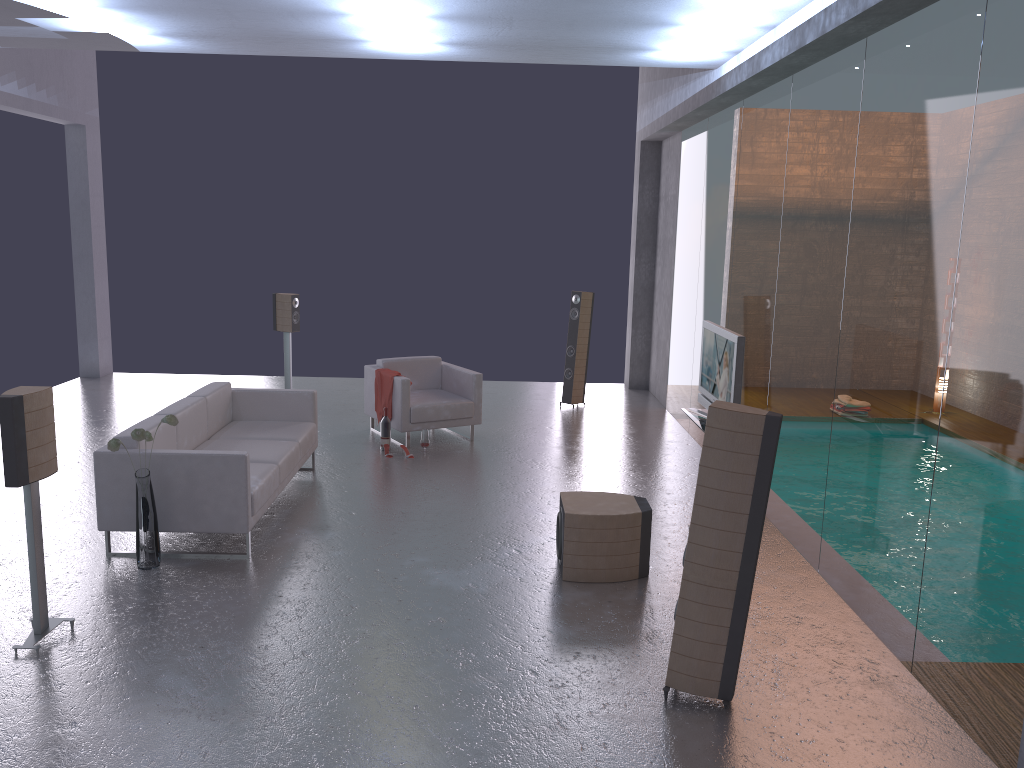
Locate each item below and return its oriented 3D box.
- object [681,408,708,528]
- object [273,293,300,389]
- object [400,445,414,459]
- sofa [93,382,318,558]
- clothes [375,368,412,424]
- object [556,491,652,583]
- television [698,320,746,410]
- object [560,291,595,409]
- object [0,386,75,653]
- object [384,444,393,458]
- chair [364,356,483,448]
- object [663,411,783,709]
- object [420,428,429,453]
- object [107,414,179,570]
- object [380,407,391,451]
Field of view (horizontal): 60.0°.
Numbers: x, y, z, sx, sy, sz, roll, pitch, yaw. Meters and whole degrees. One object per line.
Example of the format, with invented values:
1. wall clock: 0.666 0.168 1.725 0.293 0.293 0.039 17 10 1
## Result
1. object: 1.481 0.681 6.537 0.360 0.958 0.818 1 10 -1
2. object: -2.810 -0.444 11.061 0.333 1.363 0.243 7 12 29
3. object: -1.030 0.667 8.741 0.079 0.087 0.235 -5 12 -34
4. sofa: -2.263 0.568 7.028 1.026 0.824 2.353 1 10 -1
5. clothes: -1.252 0.159 9.315 0.254 0.604 0.574 -5 12 -31
6. object: 0.608 1.018 5.949 0.604 0.459 0.514 1 10 -1
7. television: 1.499 -0.086 6.403 0.054 0.644 1.000 1 10 -1
8. object: 0.860 -0.447 11.296 0.244 1.473 0.444 11 14 43
9. object: -2.536 0.707 4.656 0.243 1.363 0.333 2 10 4
10. object: -1.226 0.661 8.745 0.079 0.087 0.235 -3 11 -23
11. chair: -0.964 0.157 9.571 0.936 0.808 1.026 -5 12 -31
12. object: 1.000 0.823 4.219 0.444 1.469 0.244 6 11 23
13. object: -0.874 0.567 8.913 0.091 0.233 0.091 6 11 26
14. object: -2.349 0.709 5.561 0.387 1.051 0.400 9 13 36
15. object: -1.270 0.451 8.923 0.109 0.435 0.109 6 11 25
